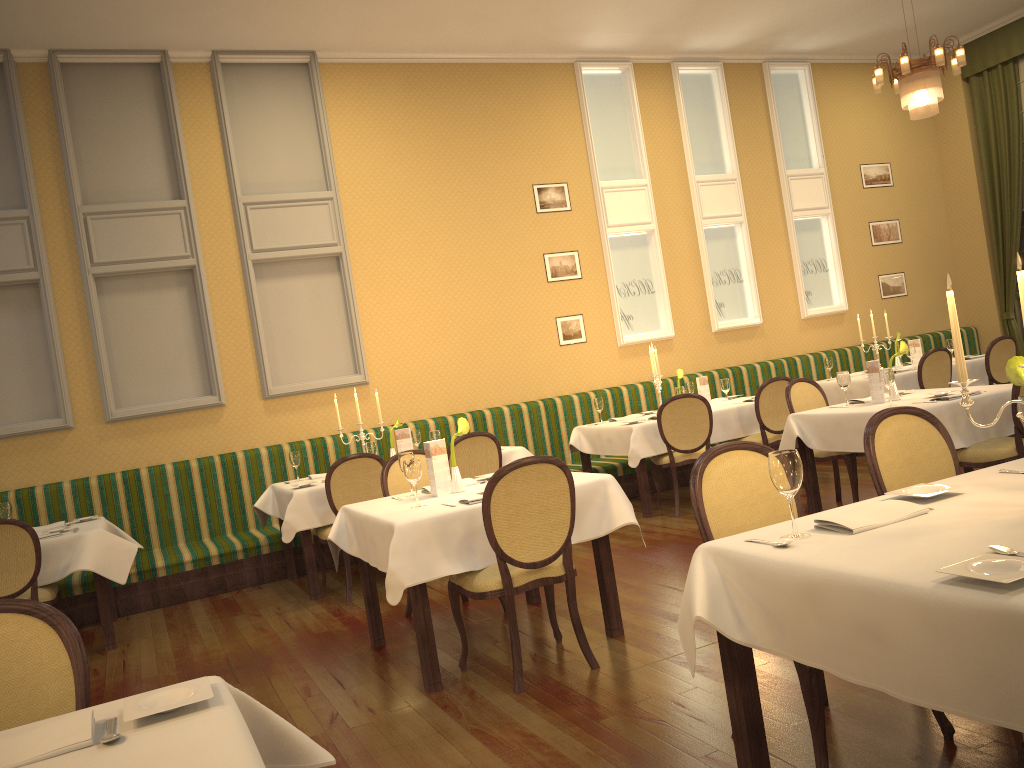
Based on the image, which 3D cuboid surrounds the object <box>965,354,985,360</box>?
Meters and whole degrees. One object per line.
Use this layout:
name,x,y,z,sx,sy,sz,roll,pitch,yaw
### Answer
object,4.604,-0.265,8.834,0.273,0.024,0.142,-9,0,-24

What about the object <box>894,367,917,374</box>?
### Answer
object,3.726,-0.127,8.498,0.273,0.033,0.142,-9,0,-24

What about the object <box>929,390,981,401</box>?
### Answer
object,2.650,0.072,5.302,0.273,0.024,0.142,-9,0,-24

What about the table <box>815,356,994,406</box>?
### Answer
table,4.087,0.206,8.961,2.152,0.759,1.385,-9,0,-24

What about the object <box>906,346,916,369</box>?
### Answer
object,3.872,-0.253,8.594,0.088,0.229,0.088,-9,0,24

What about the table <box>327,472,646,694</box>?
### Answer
table,-0.133,0.907,4.431,1.395,0.759,1.389,-9,0,-22

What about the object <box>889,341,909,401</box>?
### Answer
object,2.478,-0.084,5.702,0.163,0.375,0.076,-9,1,43

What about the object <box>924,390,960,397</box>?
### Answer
object,2.669,0.066,5.517,0.160,0.024,0.160,-9,0,-24

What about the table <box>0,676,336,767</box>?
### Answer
table,-1.130,1.091,1.093,2.152,0.759,1.385,-9,0,-24

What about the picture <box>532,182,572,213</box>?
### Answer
picture,0.408,-1.892,9.010,0.401,0.294,0.008,-9,0,-24

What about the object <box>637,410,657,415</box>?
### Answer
object,1.256,0.267,8.144,0.160,0.024,0.160,-9,0,-24

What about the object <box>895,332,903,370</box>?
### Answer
object,3.944,-0.342,9.056,0.163,0.375,0.076,-9,1,-37

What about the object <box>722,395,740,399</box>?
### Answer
object,2.110,0.130,8.506,0.160,0.024,0.160,-9,0,-24

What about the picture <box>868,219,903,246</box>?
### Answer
picture,4.560,-1.848,10.822,0.504,0.294,0.008,-9,0,-24

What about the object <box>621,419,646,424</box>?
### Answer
object,0.997,0.315,7.284,0.160,0.024,0.160,-9,0,-24

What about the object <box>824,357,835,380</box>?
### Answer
object,3.223,-0.154,8.994,0.088,0.229,0.088,-9,0,24

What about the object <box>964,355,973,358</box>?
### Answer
object,4.624,-0.271,9.049,0.160,0.024,0.160,-9,0,-24

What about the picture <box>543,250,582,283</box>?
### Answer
picture,0.518,-1.196,9.016,0.401,0.294,0.008,-9,0,-24

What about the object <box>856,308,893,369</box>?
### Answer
object,3.641,-0.431,8.884,0.131,0.655,0.390,-9,0,-18

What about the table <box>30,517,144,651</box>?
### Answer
table,-3.452,1.421,5.591,2.152,0.759,1.385,-9,0,-24

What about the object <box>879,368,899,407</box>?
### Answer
object,2.290,0.022,5.392,0.088,0.229,0.088,-9,0,18

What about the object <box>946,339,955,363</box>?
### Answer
object,4.326,-0.326,8.722,0.088,0.229,0.088,-9,0,24

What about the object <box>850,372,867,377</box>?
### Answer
object,3.455,-0.089,9.033,0.273,0.033,0.142,-9,0,-24

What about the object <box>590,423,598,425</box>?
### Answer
object,0.720,0.358,7.874,0.038,0.015,0.181,-9,0,-22

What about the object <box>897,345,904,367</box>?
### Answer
object,4.111,-0.297,9.385,0.088,0.229,0.088,-9,0,24

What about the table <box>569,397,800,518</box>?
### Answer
table,1.648,0.599,7.871,2.152,0.759,1.385,-9,0,-24

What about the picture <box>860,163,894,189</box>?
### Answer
picture,4.450,-2.544,10.816,0.504,0.294,0.008,-9,0,-24

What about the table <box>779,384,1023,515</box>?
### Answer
table,2.613,0.465,5.659,1.395,0.759,1.389,-9,0,-22

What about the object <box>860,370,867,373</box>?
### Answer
object,3.694,-0.126,9.234,0.160,0.024,0.160,-9,0,-24

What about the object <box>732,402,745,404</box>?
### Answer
object,1.969,0.164,7.729,0.017,0.010,0.185,-9,0,-24

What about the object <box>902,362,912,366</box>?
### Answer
object,4.317,-0.228,9.459,0.273,0.033,0.142,-9,0,-24

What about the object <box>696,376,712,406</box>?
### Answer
object,1.725,0.068,7.917,0.081,0.277,0.166,-9,1,28

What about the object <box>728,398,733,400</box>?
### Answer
object,2.036,0.146,8.422,0.038,0.015,0.181,-9,0,-22

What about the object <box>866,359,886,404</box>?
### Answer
object,2.353,-0.013,5.737,0.081,0.277,0.166,-9,0,23

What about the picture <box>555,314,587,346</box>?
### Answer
picture,0.603,-0.550,9.014,0.313,0.294,0.008,-9,0,-24

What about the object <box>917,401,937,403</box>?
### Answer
object,2.453,0.108,5.287,0.017,0.010,0.185,-9,0,-24

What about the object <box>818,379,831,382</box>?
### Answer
object,3.158,-0.035,8.964,0.038,0.015,0.181,-9,0,-22

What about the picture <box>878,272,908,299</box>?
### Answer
picture,4.649,-1.202,10.822,0.437,0.294,0.008,-9,0,-24

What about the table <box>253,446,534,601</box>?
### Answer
table,-0.794,0.993,6.779,2.152,0.759,1.385,-9,0,-24

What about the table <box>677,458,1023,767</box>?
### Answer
table,1.597,0.652,2.311,2.152,0.759,1.385,-9,0,-24

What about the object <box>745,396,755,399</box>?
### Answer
object,2.185,0.122,7.959,0.160,0.024,0.160,-9,0,-24

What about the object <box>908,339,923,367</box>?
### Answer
object,4.065,-0.309,8.977,0.081,0.277,0.166,-9,0,-7
